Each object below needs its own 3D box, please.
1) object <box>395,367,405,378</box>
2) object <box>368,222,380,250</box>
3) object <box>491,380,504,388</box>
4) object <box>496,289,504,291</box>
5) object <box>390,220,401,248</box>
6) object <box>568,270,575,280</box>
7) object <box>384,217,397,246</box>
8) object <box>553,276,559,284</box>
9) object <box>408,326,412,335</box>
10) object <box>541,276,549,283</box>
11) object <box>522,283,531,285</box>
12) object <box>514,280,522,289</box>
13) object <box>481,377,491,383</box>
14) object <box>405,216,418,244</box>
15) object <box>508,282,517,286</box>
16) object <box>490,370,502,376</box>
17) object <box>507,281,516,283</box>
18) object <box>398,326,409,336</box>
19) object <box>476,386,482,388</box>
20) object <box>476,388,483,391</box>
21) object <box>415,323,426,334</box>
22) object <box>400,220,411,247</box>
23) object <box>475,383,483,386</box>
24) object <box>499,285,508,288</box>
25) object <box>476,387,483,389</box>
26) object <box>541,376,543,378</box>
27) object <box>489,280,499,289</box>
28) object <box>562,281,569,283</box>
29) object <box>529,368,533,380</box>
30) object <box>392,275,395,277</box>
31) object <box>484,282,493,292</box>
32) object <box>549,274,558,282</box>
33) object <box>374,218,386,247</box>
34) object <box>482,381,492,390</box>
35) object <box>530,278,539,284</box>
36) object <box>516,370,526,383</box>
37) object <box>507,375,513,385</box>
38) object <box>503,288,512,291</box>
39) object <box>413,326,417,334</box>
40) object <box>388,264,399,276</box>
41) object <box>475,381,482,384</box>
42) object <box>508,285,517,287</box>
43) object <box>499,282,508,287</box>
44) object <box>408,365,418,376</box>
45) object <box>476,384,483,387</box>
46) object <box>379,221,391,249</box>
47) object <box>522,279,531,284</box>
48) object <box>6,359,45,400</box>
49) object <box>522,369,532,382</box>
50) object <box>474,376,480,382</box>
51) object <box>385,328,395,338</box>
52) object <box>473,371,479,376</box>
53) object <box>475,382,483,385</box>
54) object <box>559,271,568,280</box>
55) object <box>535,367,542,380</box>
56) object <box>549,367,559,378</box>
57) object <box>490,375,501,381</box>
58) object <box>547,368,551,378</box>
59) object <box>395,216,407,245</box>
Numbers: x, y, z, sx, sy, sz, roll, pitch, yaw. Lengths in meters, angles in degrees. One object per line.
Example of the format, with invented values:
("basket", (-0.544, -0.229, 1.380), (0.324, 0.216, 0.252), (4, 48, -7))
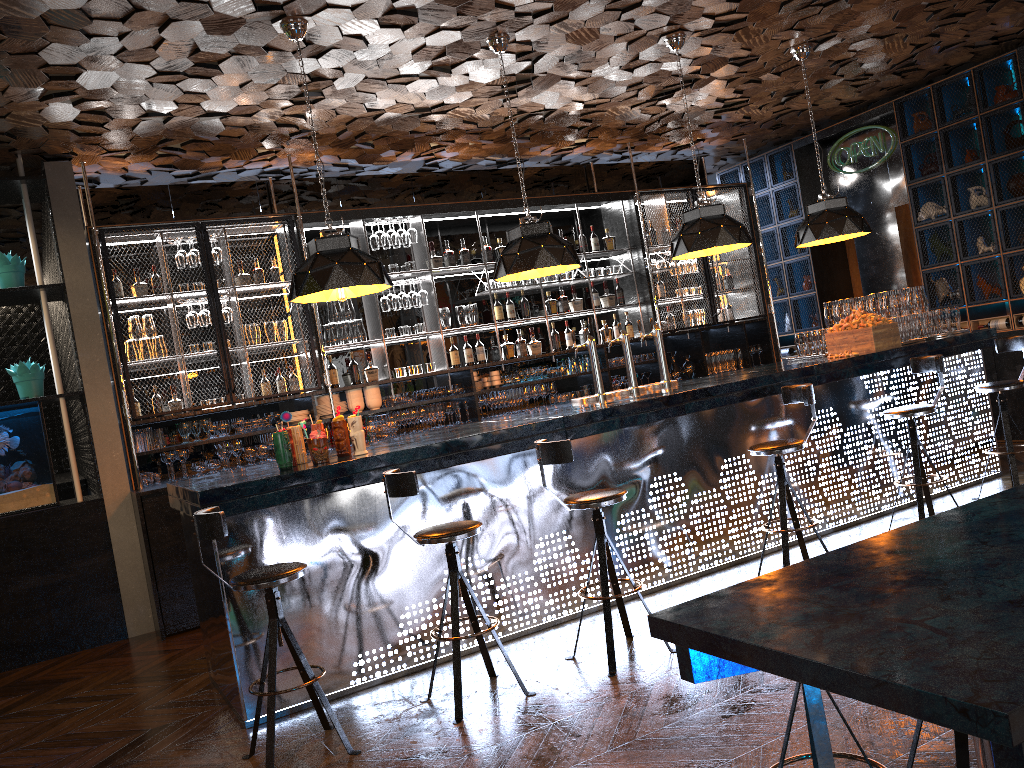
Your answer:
("object", (-1.007, -0.100, 7.993), (0.089, 0.092, 0.089), (-9, 1, 34))
("object", (-1.266, -1.351, 8.104), (0.092, 0.244, 0.092), (-9, 1, 23))
("object", (-0.144, 0.000, 8.350), (0.106, 0.067, 0.094), (-10, 1, -40))
("object", (-0.132, -0.962, 8.688), (0.089, 0.092, 0.089), (-10, 1, -2))
("object", (-1.084, -1.383, 8.202), (0.092, 0.244, 0.092), (-9, 1, 23))
("object", (0.588, -1.089, 8.931), (0.089, 0.092, 0.089), (-9, 1, 16))
("object", (-1.094, -1.379, 8.010), (0.092, 0.244, 0.092), (-9, 1, 23))
("object", (0.432, -1.063, 8.972), (0.089, 0.092, 0.089), (-10, 1, -29))
("object", (-0.972, -0.480, 8.191), (0.089, 0.092, 0.089), (-10, 1, 4))
("object", (0.325, -1.041, 8.765), (0.089, 0.092, 0.089), (-9, 1, 34))
("object", (0.136, -1.007, 8.663), (0.089, 0.092, 0.089), (-10, 1, -2))
("object", (0.050, -0.994, 8.775), (0.089, 0.092, 0.089), (-10, 1, -39))
("object", (-0.236, -0.031, 8.406), (0.105, 0.069, 0.094), (-9, 1, 39))
("object", (-0.917, -1.410, 8.105), (0.092, 0.244, 0.092), (-9, 1, 23))
("object", (-0.007, -1.004, 8.621), (0.089, 0.092, 0.089), (-10, 1, -39))
("object", (-0.160, -0.089, 8.339), (0.094, 0.068, 0.106), (-10, 1, -28))
("object", (-0.012, -1.030, 8.621), (0.089, 0.092, 0.089), (-10, 1, -32))
("object", (-0.981, -0.477, 8.060), (0.089, 0.092, 0.089), (-9, 1, 40))
("object", (-0.338, 0.037, 8.262), (0.149, 0.023, 0.149), (-11, 1, -44))
("object", (-0.335, 0.058, 8.262), (0.149, 0.022, 0.149), (-9, 1, 31))
("object", (-0.828, -0.503, 8.073), (0.089, 0.092, 0.089), (-11, 1, -44))
("object", (-0.994, -1.399, 8.250), (0.092, 0.244, 0.092), (-9, 1, 23))
("object", (-0.340, 0.015, 8.262), (0.149, 0.026, 0.148), (-10, 1, -21))
("object", (-0.086, -0.967, 8.534), (0.089, 0.092, 0.089), (-9, 1, 34))
("object", (-0.336, 0.048, 8.262), (0.149, 0.023, 0.149), (-9, 1, 31))
("object", (0.272, -0.093, 8.821), (0.098, 0.097, 0.098), (-10, 1, -37))
("object", (-0.177, -0.951, 8.492), (0.089, 0.092, 0.089), (-10, 1, -2))
("object", (0.544, -1.083, 9.066), (0.089, 0.092, 0.089), (-9, 1, 36))
("object", (0.196, -0.094, 8.760), (0.108, 0.126, 0.108), (-9, 1, 34))
("object", (-1.089, -1.038, 8.201), (0.089, 0.092, 0.089), (-10, 1, -17))
("object", (-0.233, -0.944, 8.647), (0.089, 0.092, 0.089), (-9, 1, 34))
("object", (0.415, -1.058, 8.827), (0.089, 0.092, 0.089), (-9, 1, 25))
("object", (-1.189, -1.361, 7.958), (0.092, 0.244, 0.092), (-9, 1, 23))
("object", (-0.236, 0.015, 8.405), (0.094, 0.067, 0.106), (-9, 1, 24))
("object", (0.229, -1.027, 8.899), (0.089, 0.092, 0.089), (-10, 1, 14))
("object", (0.098, -0.076, 8.707), (0.100, 0.125, 0.100), (-10, 1, -15))
("object", (-0.016, -0.038, 8.408), (0.058, 0.099, 0.067), (-9, 1, 32))
("object", (-0.052, -0.976, 8.759), (0.089, 0.092, 0.089), (-10, 1, -2))
("object", (-0.872, -0.499, 8.254), (0.089, 0.092, 0.089), (-11, 1, -44))
("object", (-1.075, -1.038, 8.070), (0.089, 0.092, 0.089), (-9, 1, 30))
("object", (-0.347, -0.006, 8.260), (0.149, 0.026, 0.148), (-10, 1, -21))
("object", (-0.004, -0.982, 8.621), (0.089, 0.092, 0.089), (-10, 1, -39))
("object", (-0.090, -0.987, 8.533), (0.089, 0.092, 0.089), (-10, 1, 14))
("object", (-0.897, -0.119, 8.037), (0.089, 0.092, 0.089), (-9, 1, 25))
("object", (-0.340, 0.025, 8.261), (0.149, 0.024, 0.149), (-10, 1, -29))
("object", (-1.170, -1.368, 8.155), (0.092, 0.244, 0.092), (-9, 1, 23))
("object", (0.132, -1.027, 8.663), (0.089, 0.092, 0.089), (-10, 1, -37))
("object", (-3.603, -0.034, 6.599), (0.265, 0.325, 0.245), (-10, 1, -34))
("object", (0.155, -0.084, 8.603), (0.100, 0.125, 0.100), (-9, 1, 20))
("object", (-0.348, -0.038, 8.260), (0.107, 0.070, 0.094), (-10, 1, 2))
("object", (-1.101, -0.456, 8.044), (0.089, 0.092, 0.089), (-9, 1, 40))
("object", (-0.365, -0.080, 8.254), (0.094, 0.069, 0.106), (-10, 1, -22))
("object", (-0.344, 0.005, 8.261), (0.149, 0.025, 0.149), (-9, 1, 24))
("object", (0.518, -1.076, 8.855), (0.089, 0.092, 0.089), (-9, 1, 25))
("object", (0.255, -0.103, 8.652), (0.108, 0.126, 0.108), (-10, 1, -33))
("object", (0.406, -0.112, 8.573), (0.098, 0.097, 0.098), (-9, 1, 41))
("object", (-0.155, -0.044, 8.351), (0.094, 0.069, 0.106), (-10, 1, 13))
("object", (0.360, -0.106, 8.663), (0.098, 0.097, 0.098), (-10, 1, 10))
("object", (-1.008, -1.394, 8.056), (0.092, 0.244, 0.092), (-9, 1, 23))
